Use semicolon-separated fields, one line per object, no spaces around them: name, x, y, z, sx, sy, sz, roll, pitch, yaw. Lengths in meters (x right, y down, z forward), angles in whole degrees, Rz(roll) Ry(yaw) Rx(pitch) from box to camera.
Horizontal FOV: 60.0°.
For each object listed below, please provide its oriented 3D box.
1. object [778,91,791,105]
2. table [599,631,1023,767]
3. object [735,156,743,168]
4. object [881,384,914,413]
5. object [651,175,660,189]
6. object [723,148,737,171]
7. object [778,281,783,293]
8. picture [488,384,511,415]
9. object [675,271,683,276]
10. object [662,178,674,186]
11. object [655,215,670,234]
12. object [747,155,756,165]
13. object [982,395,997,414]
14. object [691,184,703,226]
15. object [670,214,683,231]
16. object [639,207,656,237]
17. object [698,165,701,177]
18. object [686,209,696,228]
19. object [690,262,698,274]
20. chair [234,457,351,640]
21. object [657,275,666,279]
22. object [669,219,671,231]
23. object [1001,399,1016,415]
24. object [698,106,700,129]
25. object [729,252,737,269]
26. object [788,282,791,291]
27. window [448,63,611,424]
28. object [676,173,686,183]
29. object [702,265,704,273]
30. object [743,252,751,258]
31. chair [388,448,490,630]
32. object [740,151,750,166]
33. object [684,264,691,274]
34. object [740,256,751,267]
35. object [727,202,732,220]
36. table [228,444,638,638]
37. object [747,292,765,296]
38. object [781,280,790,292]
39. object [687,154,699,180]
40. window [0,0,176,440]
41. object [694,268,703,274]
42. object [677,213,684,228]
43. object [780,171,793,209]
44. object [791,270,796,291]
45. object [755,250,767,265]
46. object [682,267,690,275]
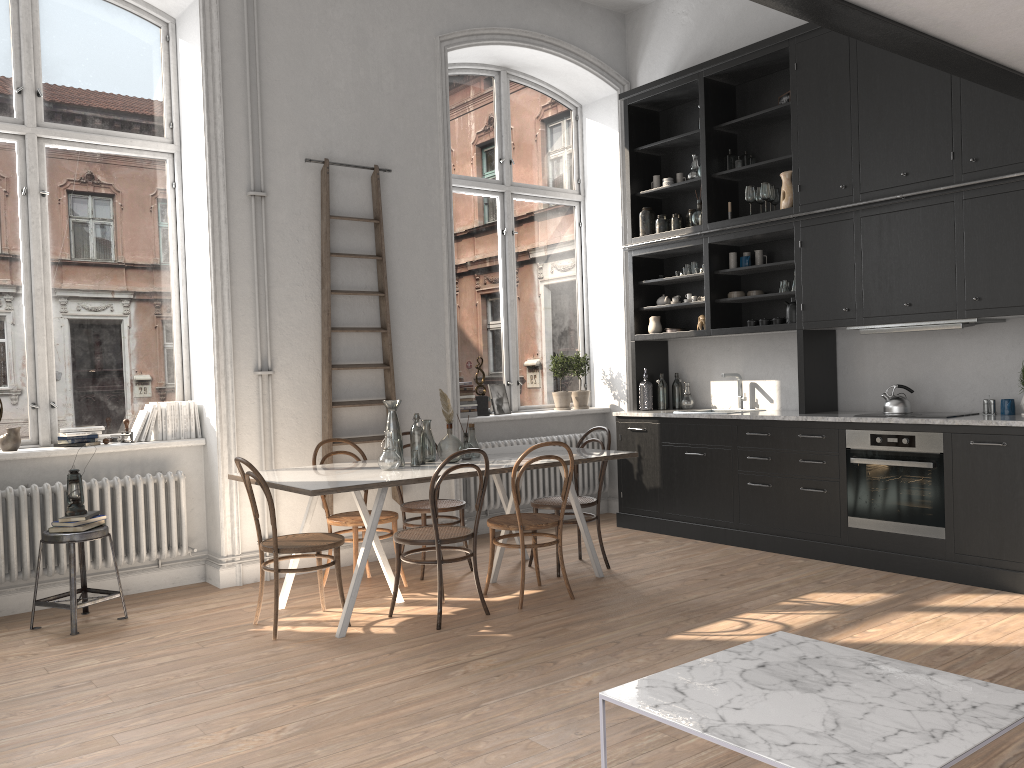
object;1.983;-2.032;6.396;0.056;0.121;0.167;-2;1;-13
table;0.847;1.048;2.433;0.849;0.392;0.849;-3;1;-38
object;1.713;-1.660;6.693;0.053;0.125;0.041;-2;1;19
object;2.505;0.094;5.770;0.171;0.186;0.171;-2;1;-27
object;1.201;-1.659;7.377;0.059;0.135;0.082;-2;1;-10
object;1.666;-1.698;6.769;0.084;0.199;0.065;-2;1;-16
object;1.963;-0.701;6.446;0.058;0.094;0.058;-2;1;2
picture;-0.133;0.132;7.444;0.149;0.264;0.221;-1;1;36
object;1.351;-0.883;7.171;0.071;0.047;0.071;-2;1;0
object;1.287;-1.641;7.307;0.096;0.095;0.096;-2;1;-4
object;1.222;-1.291;7.210;0.114;0.155;0.114;-3;1;-34
object;1.804;-1.662;6.683;0.044;0.121;0.058;-2;1;-11
object;2.918;0.128;5.420;0.040;0.116;0.080;-3;1;-33
object;1.452;-1.395;6.861;0.134;0.357;0.134;-2;1;7
object;1.328;-1.291;7.163;0.096;0.150;0.096;-1;2;41
object;1.118;-1.330;7.309;0.118;0.238;0.118;-1;1;38
object;1.504;-1.766;6.906;0.123;0.341;0.118;-2;1;-19
object;1.457;-1.312;7.151;0.092;0.184;0.092;-2;1;-23
object;1.451;-0.915;7.051;0.060;0.107;0.060;-2;1;-10
chair;-1.162;0.824;4.693;0.549;0.921;0.438;-3;1;-29
object;1.257;-0.884;7.445;0.071;0.047;0.071;-2;1;0
object;1.327;-1.298;7.437;0.114;0.155;0.114;-2;1;8
object;2.971;0.138;5.317;0.082;0.093;0.140;-1;1;42
object;1.505;-2.080;7.008;0.067;0.231;0.070;-3;2;-41
object;1.693;-0.934;6.784;0.059;0.135;0.082;-1;1;20
object;2.035;-0.704;6.520;0.058;0.094;0.058;-1;1;29
window;2.941;-5.747;13.800;14.382;15.938;26.399;-3;1;-38
object;1.388;-1.664;7.292;0.059;0.135;0.082;-2;1;-15
object;1.514;-0.896;6.920;0.064;0.069;0.064;-1;1;45
object;1.792;-0.938;6.793;0.082;0.135;0.059;-2;1;-10
chair;-0.387;0.797;4.776;0.437;0.921;0.549;-3;2;-42
object;1.791;-1.691;6.789;0.065;0.177;0.084;-2;1;-16
object;1.428;-0.917;7.191;0.060;0.107;0.060;-2;1;20
object;1.761;-0.914;6.690;0.082;0.093;0.140;-2;1;17
object;1.650;-1.301;6.713;0.123;0.161;0.123;-3;1;-29
table;-0.404;0.859;5.310;2.200;0.780;1.100;-3;1;-38
object;1.851;-0.672;6.735;0.132;0.038;0.132;-2;1;10
object;1.965;-0.700;6.374;0.058;0.094;0.058;-2;1;2
object;1.454;-1.705;7.028;0.132;0.219;0.132;-1;1;27
window;-2.937;-1.080;5.440;1.622;2.843;0.013;-3;2;-38
object;1.470;-0.885;6.984;0.071;0.047;0.071;-2;1;0
object;1.365;-1.307;7.305;0.092;0.184;0.092;-2;1;18
object;1.939;-1.357;6.244;0.094;0.267;0.116;-2;1;4
object;2.023;-0.733;6.300;0.083;0.158;0.083;-1;1;37
object;1.872;-0.939;6.679;0.082;0.135;0.059;-1;1;35
object;1.397;-0.895;7.101;0.064;0.069;0.064;-2;1;10
